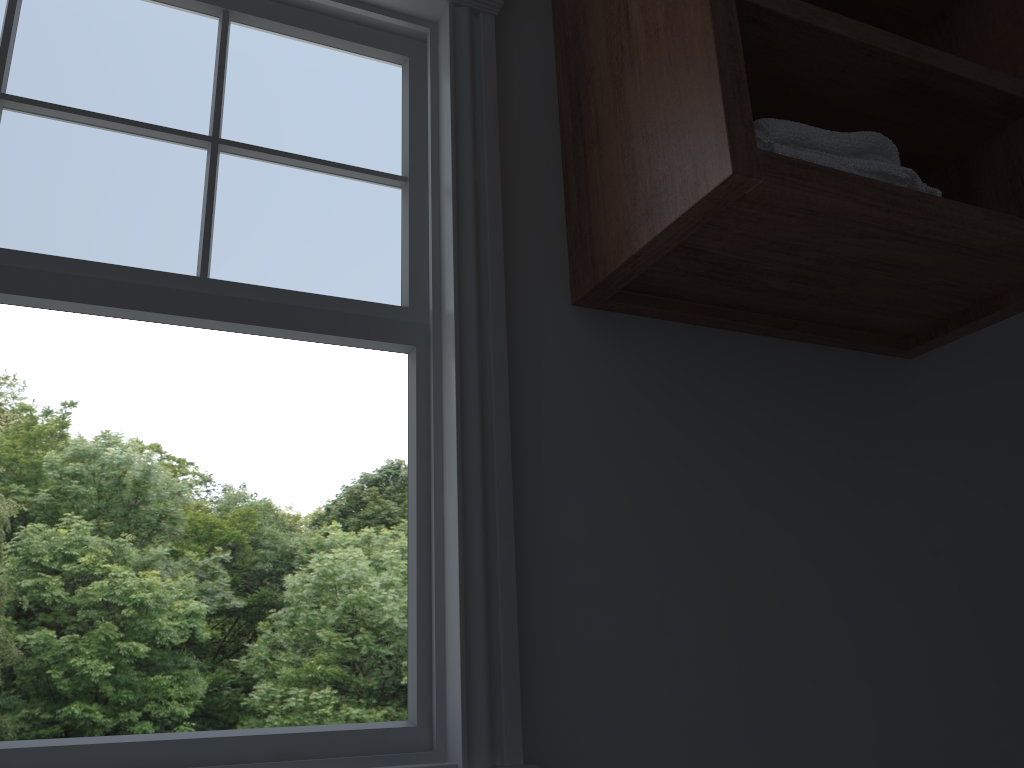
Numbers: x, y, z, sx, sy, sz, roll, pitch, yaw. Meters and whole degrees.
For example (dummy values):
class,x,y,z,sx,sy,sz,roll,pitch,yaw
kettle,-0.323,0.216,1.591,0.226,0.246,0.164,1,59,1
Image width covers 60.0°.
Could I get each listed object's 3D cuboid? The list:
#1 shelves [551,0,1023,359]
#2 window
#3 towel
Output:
class,x,y,z,sx,sy,sz,roll,pitch,yaw
shelves,0.439,-0.398,1.301,0.647,0.566,0.357,7,-21,-24
window,-0.477,-0.117,0.988,1.040,1.248,0.149,7,-21,-24
towel,0.344,-0.233,1.160,0.305,0.112,0.283,6,-21,-24
